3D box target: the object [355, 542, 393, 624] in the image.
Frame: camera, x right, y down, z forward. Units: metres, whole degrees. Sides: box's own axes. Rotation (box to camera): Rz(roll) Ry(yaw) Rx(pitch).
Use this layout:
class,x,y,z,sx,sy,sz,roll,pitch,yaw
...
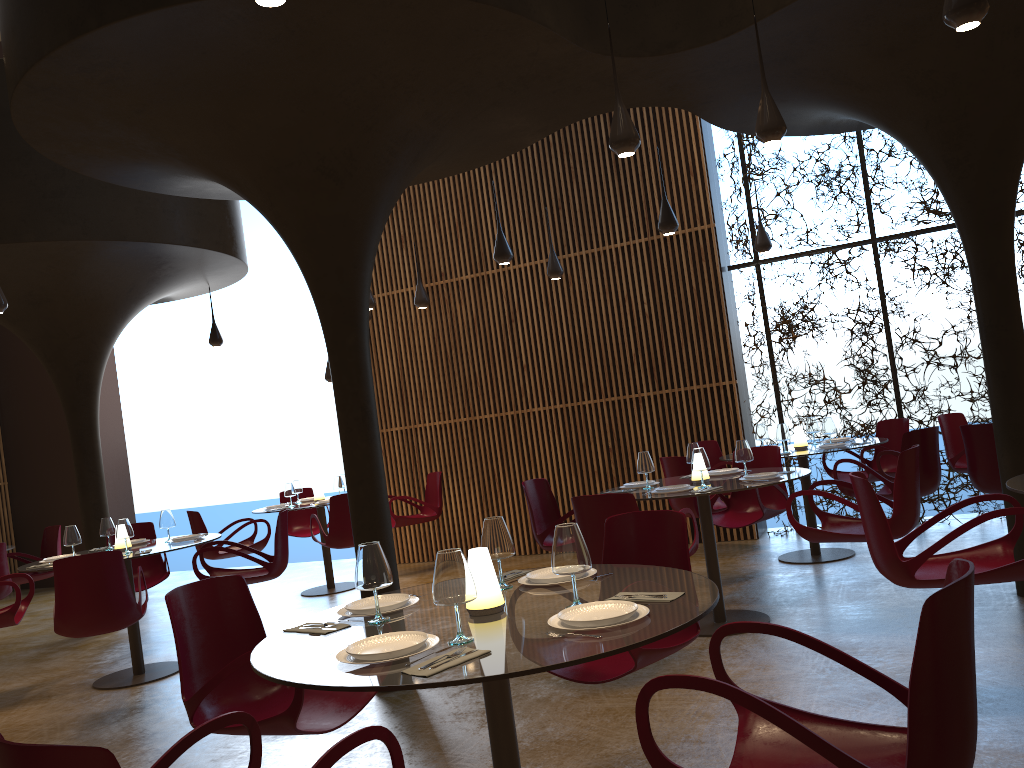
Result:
class,x,y,z,sx,sy,sz,roll,pitch,yaw
object,-0.519,0.747,3.336,0.142,0.295,0.142,-8,-1,15

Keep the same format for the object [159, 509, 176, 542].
class,x,y,z,sx,sy,sz,roll,pitch,yaw
object,-3.194,1.314,8.220,0.141,0.295,0.142,-7,-1,-25

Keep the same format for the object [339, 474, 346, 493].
class,x,y,z,sx,sy,sz,roll,pitch,yaw
object,-2.174,1.315,11.464,0.142,0.295,0.141,-9,-2,41

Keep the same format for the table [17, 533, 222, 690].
class,x,y,z,sx,sy,sz,roll,pitch,yaw
table,-3.396,2.047,7.915,1.671,1.130,1.674,-7,-2,-13

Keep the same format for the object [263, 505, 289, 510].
class,x,y,z,sx,sy,sz,roll,pitch,yaw
object,-2.934,1.537,11.023,0.332,0.014,0.331,-9,-3,20

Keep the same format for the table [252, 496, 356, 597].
class,x,y,z,sx,sy,sz,roll,pitch,yaw
table,-2.363,2.049,11.242,1.670,1.130,1.675,-7,-2,-21

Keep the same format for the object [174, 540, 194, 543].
class,x,y,z,sx,sy,sz,roll,pitch,yaw
object,-2.974,1.419,8.096,0.204,0.012,0.411,-7,-3,-17

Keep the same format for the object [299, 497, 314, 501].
class,x,y,z,sx,sy,sz,roll,pitch,yaw
object,-2.681,1.522,11.722,0.263,0.029,0.263,-6,-3,-30

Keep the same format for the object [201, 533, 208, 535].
class,x,y,z,sx,sy,sz,roll,pitch,yaw
object,-3.020,1.444,8.399,0.261,0.017,0.126,-7,-2,-12

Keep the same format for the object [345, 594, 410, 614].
class,x,y,z,sx,sy,sz,roll,pitch,yaw
object,-0.538,0.888,3.564,0.263,0.029,0.263,-10,-3,42

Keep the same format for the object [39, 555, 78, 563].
class,x,y,z,sx,sy,sz,roll,pitch,yaw
object,-3.964,1.538,7.777,0.332,0.014,0.331,-10,-3,43

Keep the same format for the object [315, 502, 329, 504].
class,x,y,z,sx,sy,sz,roll,pitch,yaw
object,-2.230,1.431,10.780,0.331,0.014,0.332,-6,-3,-42

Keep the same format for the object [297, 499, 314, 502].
class,x,y,z,sx,sy,sz,roll,pitch,yaw
object,-2.680,1.532,11.722,0.332,0.014,0.332,-8,-2,15

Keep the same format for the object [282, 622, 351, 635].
class,x,y,z,sx,sy,sz,roll,pitch,yaw
object,-0.736,0.922,3.339,0.262,0.017,0.126,-10,-3,38

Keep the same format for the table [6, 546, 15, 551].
class,x,y,z,sx,sy,sz,roll,pitch,yaw
table,-6.545,2.564,10.102,1.670,1.130,1.676,-6,-3,-45

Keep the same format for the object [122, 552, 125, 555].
class,x,y,z,sx,sy,sz,roll,pitch,yaw
object,-3.401,1.446,7.399,0.331,0.014,0.332,-5,-3,-43

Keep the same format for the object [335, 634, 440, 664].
class,x,y,z,sx,sy,sz,roll,pitch,yaw
object,-0.395,0.847,2.826,0.331,0.014,0.332,-6,-3,-33

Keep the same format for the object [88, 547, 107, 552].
class,x,y,z,sx,sy,sz,roll,pitch,yaw
object,-3.921,1.565,8.395,0.126,0.017,0.262,-7,-2,-14

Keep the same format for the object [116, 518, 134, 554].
class,x,y,z,sx,sy,sz,roll,pitch,yaw
object,-3.323,1.306,7.613,0.142,0.295,0.141,-9,-1,37

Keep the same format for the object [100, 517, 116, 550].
class,x,y,z,sx,sy,sz,roll,pitch,yaw
object,-3.757,1.391,8.247,0.142,0.295,0.142,-8,-1,19

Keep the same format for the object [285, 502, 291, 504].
class,x,y,z,sx,sy,sz,roll,pitch,yaw
object,-2.966,1.574,11.636,0.126,0.017,0.262,-7,-3,-20

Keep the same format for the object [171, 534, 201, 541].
class,x,y,z,sx,sy,sz,roll,pitch,yaw
object,-2.978,1.409,8.101,0.263,0.029,0.263,-7,-2,-6

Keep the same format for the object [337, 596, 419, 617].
class,x,y,z,sx,sy,sz,roll,pitch,yaw
object,-0.537,0.897,3.564,0.332,0.014,0.332,-8,-2,13

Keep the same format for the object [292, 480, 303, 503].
class,x,y,z,sx,sy,sz,roll,pitch,yaw
object,-2.787,1.399,11.509,0.142,0.295,0.142,-8,-1,24

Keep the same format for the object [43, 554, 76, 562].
class,x,y,z,sx,sy,sz,roll,pitch,yaw
object,-3.965,1.528,7.777,0.263,0.029,0.263,-7,-2,-11

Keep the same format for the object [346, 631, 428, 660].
class,x,y,z,sx,sy,sz,roll,pitch,yaw
object,-0.396,0.837,2.826,0.263,0.029,0.263,-9,-3,31

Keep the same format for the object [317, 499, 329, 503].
class,x,y,z,sx,sy,sz,roll,pitch,yaw
object,-2.231,1.422,10.780,0.263,0.029,0.263,-10,-3,42

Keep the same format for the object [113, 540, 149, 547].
class,x,y,z,sx,sy,sz,roll,pitch,yaw
object,-3.627,1.521,8.449,0.331,0.014,0.332,-7,-2,-14

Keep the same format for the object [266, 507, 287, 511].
class,x,y,z,sx,sy,sz,roll,pitch,yaw
object,-2.841,1.519,10.736,0.261,0.017,0.127,-7,-3,-22

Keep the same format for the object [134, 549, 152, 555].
class,x,y,z,sx,sy,sz,roll,pitch,yaw
object,-3.109,1.417,7.475,0.126,0.017,0.262,-7,-3,-18

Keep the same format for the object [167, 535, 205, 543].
class,x,y,z,sx,sy,sz,roll,pitch,yaw
object,-2.976,1.418,8.100,0.332,0.014,0.331,-10,-3,39

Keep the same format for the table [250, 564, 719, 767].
class,x,y,z,sx,sy,sz,roll,pitch,yaw
table,-0.019,1.394,3.237,1.675,1.130,1.670,-9,-3,43

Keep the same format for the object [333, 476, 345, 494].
class,x,y,z,sx,sy,sz,roll,pitch,yaw
object,-2.146,1.291,10.991,0.142,0.295,0.142,-8,-1,28

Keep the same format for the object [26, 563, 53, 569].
class,x,y,z,sx,sy,sz,roll,pitch,yaw
object,-3.938,1.529,7.476,0.262,0.017,0.126,-7,-2,-8

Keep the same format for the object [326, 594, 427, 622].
class,x,y,z,sx,sy,sz,roll,pitch,yaw
object,-0.534,0.898,3.568,0.205,0.012,0.410,-9,-3,34

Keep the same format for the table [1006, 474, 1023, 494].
class,x,y,z,sx,sy,sz,roll,pitch,yaw
table,3.424,0.975,4.298,1.675,1.130,1.670,-9,-2,33

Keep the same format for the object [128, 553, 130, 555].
class,x,y,z,sx,sy,sz,roll,pitch,yaw
object,-3.404,1.447,7.397,0.410,0.012,0.205,-7,-3,-22

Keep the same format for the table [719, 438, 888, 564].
class,x,y,z,sx,sy,sz,roll,pitch,yaw
table,3.075,1.229,9.183,1.670,1.130,1.675,-7,-2,-25

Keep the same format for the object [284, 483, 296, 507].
class,x,y,z,sx,sy,sz,roll,pitch,yaw
object,-2.737,1.368,10.942,0.141,0.295,0.142,-7,-2,-45

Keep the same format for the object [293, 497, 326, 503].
class,x,y,z,sx,sy,sz,roll,pitch,yaw
object,-2.675,1.533,11.724,0.410,0.012,0.205,-7,-3,-24

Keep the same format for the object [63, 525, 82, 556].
class,x,y,z,sx,sy,sz,roll,pitch,yaw
object,-3.791,1.371,7.649,0.142,0.295,0.142,-7,-1,-21

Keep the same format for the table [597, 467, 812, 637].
class,x,y,z,sx,sy,sz,roll,pitch,yaw
table,1.575,1.339,7.022,1.675,1.130,1.670,-9,-3,43

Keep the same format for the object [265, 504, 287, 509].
class,x,y,z,sx,sy,sz,roll,pitch,yaw
object,-2.936,1.527,11.024,0.263,0.029,0.263,-8,-2,17

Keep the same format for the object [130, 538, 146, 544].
class,x,y,z,sx,sy,sz,roll,pitch,yaw
object,-3.628,1.511,8.449,0.263,0.029,0.263,-8,-2,-4
